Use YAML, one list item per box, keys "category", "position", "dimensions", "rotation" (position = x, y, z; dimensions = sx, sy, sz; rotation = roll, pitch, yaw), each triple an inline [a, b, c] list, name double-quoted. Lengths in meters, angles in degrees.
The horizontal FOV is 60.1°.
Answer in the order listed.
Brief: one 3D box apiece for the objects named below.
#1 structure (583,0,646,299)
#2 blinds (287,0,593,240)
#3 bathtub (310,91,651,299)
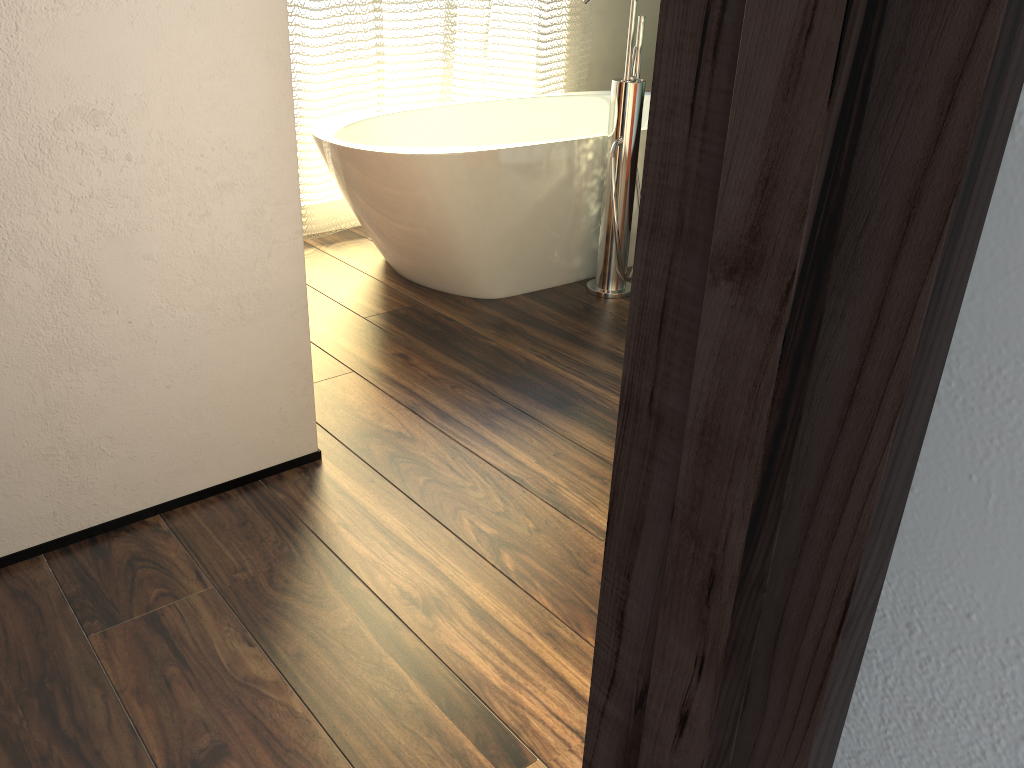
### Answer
- category: "structure"
  position: [0.315, -0.695, 2.662]
  dimensions: [0.245, 0.898, 0.276]
  rotation: [2, 26, 0]
- category: "blinds"
  position: [-0.455, -1.677, 2.963]
  dimensions: [2.079, 2.338, 0.185]
  rotation: [-18, 33, -34]
- category: "bathtub"
  position: [0.077, -0.698, 3.133]
  dimensions: [1.585, 0.485, 0.781]
  rotation: [-19, 33, -34]
